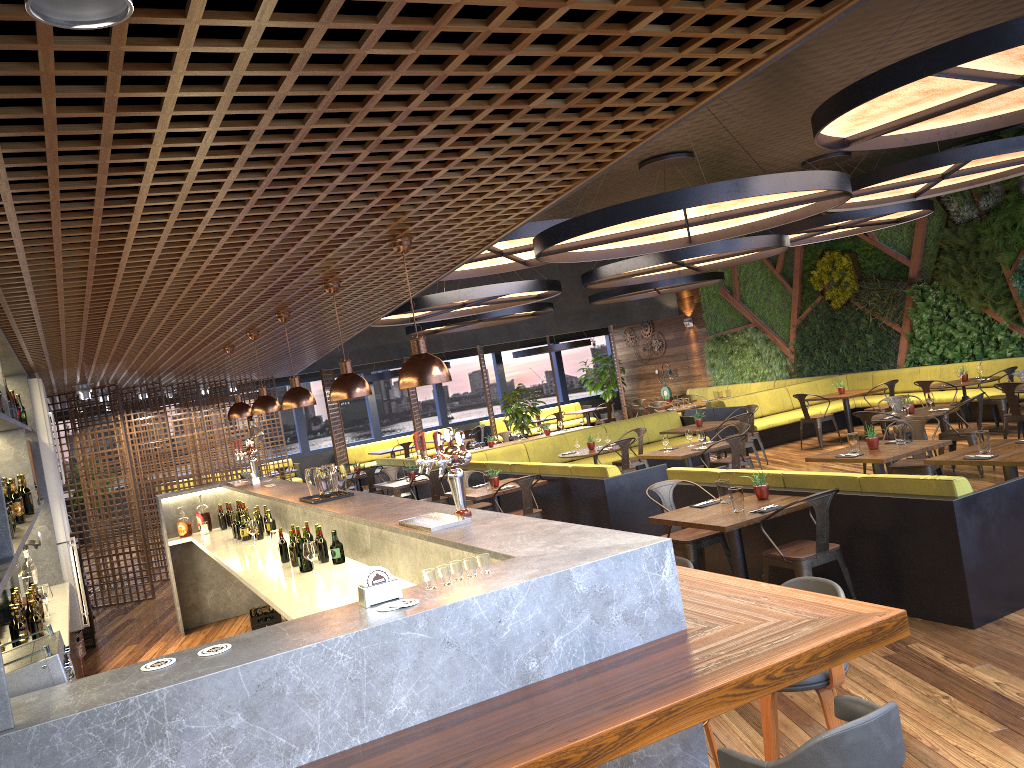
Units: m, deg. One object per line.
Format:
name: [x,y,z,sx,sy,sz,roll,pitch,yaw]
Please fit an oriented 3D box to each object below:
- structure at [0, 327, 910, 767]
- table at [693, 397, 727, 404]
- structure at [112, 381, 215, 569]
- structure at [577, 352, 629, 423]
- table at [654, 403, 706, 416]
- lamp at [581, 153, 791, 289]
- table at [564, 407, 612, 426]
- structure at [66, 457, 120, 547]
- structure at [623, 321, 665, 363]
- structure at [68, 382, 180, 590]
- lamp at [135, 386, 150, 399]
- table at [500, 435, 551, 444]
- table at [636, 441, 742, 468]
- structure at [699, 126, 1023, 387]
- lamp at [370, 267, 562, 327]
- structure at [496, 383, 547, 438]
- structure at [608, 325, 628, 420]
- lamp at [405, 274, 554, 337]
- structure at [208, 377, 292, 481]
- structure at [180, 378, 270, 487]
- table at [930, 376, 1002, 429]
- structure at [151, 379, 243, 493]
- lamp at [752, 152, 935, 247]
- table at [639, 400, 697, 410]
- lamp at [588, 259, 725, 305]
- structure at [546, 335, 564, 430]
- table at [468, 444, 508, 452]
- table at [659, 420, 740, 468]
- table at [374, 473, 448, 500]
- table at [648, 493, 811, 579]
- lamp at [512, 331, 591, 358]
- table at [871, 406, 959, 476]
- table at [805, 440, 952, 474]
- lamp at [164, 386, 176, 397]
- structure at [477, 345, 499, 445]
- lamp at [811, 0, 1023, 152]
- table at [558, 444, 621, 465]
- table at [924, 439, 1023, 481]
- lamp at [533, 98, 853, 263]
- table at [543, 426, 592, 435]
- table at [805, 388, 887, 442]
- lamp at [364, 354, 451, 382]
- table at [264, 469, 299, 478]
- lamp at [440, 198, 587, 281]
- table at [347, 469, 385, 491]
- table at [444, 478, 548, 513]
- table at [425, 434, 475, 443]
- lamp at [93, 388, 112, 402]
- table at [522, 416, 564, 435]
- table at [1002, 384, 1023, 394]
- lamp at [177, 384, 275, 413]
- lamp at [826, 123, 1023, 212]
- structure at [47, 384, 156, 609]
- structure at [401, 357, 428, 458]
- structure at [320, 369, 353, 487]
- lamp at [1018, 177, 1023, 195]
structure: [-2.087,0.958,6.264,2.700,2.700,9.298,-10,1,-27]
table: [4.274,0.694,17.952,0.887,0.763,0.906,-10,1,-27]
structure: [-5.184,1.390,13.445,1.319,2.700,0.050,-10,1,3]
structure: [2.601,0.178,23.960,1.493,2.184,1.272,-10,1,-27]
table: [3.454,0.840,17.532,0.887,0.763,0.906,-10,1,-27]
lamp: [2.203,-2.279,11.963,2.778,1.475,2.778,-9,1,22]
table: [1.956,1.032,22.286,0.887,0.763,0.906,-10,1,-27]
structure: [-8.643,2.392,18.287,0.993,1.763,1.166,-9,1,34]
structure: [3.480,-1.143,23.549,0.058,1.178,1.791,-10,1,-27]
structure: [-5.249,1.417,12.243,1.319,2.700,0.050,-10,1,3]
lamp: [-5.365,0.132,12.870,0.228,0.172,0.228,-10,1,-27]
table: [0.386,1.384,16.133,0.906,0.763,0.887,-10,1,-27]
table: [2.178,1.151,10.667,0.906,0.763,0.887,-10,1,-27]
structure: [6.557,-1.630,17.257,0.918,4.593,9.182,-10,1,-28]
lamp: [-0.789,-1.775,12.476,2.778,1.475,2.778,-10,1,-23]
structure: [0.207,0.872,18.774,0.993,1.763,1.166,-9,1,34]
structure: [2.516,-0.025,20.717,0.050,2.700,0.852,-10,1,3]
lamp: [-0.707,-1.843,16.488,2.778,1.475,2.778,-10,1,-27]
structure: [-4.989,1.308,17.049,1.319,2.700,0.050,-10,1,3]
structure: [-5.054,1.335,15.848,1.319,2.700,0.050,-10,1,3]
table: [6.715,0.343,13.089,1.007,0.760,1.007,-9,1,31]
structure: [-5.119,1.363,14.646,1.319,2.700,0.050,-10,1,3]
lamp: [5.029,-2.969,13.934,2.778,1.159,2.778,-10,1,-37]
table: [3.475,0.811,19.436,0.887,0.763,0.906,-10,1,-27]
lamp: [2.854,-2.553,18.225,2.778,1.362,2.778,-9,1,28]
structure: [1.021,0.241,19.953,0.050,2.700,0.852,-10,1,3]
table: [-0.412,1.526,15.725,0.906,0.763,0.887,-10,1,-27]
table: [2.871,0.999,13.147,0.887,0.763,0.906,-10,1,-27]
table: [-1.337,1.727,12.564,0.887,0.763,0.906,-10,1,-27]
table: [1.693,1.290,6.555,0.906,0.763,0.887,-10,1,-27]
lamp: [0.817,-1.873,22.091,1.979,2.172,1.979,-10,1,-42]
table: [4.748,0.715,10.402,1.007,0.760,1.007,-10,1,-39]
table: [3.414,0.974,8.156,0.887,0.763,0.906,-10,1,-27]
lamp: [-5.412,0.124,14.020,0.228,0.172,0.228,-10,1,-27]
structure: [-0.474,0.507,19.188,0.050,2.700,0.852,-10,1,3]
lamp: [3.435,-2.590,6.105,2.778,1.159,2.778,-10,1,9]
table: [1.206,1.294,12.419,1.007,0.760,1.007,-10,1,11]
table: [3.992,0.891,6.999,0.906,0.763,0.887,-10,1,-27]
lamp: [1.454,-2.097,7.930,2.778,1.475,2.778,-9,1,28]
table: [1.178,1.243,16.544,0.906,0.763,0.887,-10,1,-27]
table: [5.509,0.530,14.496,0.887,0.763,0.906,-10,1,-27]
lamp: [-2.566,-1.269,20.360,1.979,2.172,1.979,-9,1,18]
table: [-4.991,2.268,18.734,0.887,0.763,0.906,-10,1,-27]
lamp: [-0.201,-2.026,10.322,2.778,1.159,2.778,-9,1,23]
table: [-2.543,1.900,14.973,0.887,0.763,0.906,-10,1,-27]
table: [-0.134,1.554,10.153,0.887,0.763,0.906,-10,1,-27]
table: [-1.387,1.627,20.582,0.906,0.763,0.887,-10,1,-27]
lamp: [-5.386,0.151,11.684,0.228,0.172,0.228,-10,1,-27]
table: [0.724,1.251,21.661,0.906,0.763,0.887,-10,1,-27]
table: [6.644,0.385,10.892,1.007,0.760,1.007,-9,1,31]
lamp: [-6.151,-0.632,18.527,1.979,2.172,1.979,-10,1,-20]
lamp: [4.874,-2.892,10.207,2.778,1.159,2.778,-9,1,41]
structure: [-5.314,1.445,11.041,1.319,2.700,0.050,-10,1,3]
structure: [-1.969,0.773,18.424,0.050,2.700,0.852,-10,1,3]
structure: [-3.464,1.039,17.659,0.050,2.700,0.852,-10,1,3]
lamp: [7.306,-3.205,10.185,2.778,1.362,2.778,-9,1,32]
